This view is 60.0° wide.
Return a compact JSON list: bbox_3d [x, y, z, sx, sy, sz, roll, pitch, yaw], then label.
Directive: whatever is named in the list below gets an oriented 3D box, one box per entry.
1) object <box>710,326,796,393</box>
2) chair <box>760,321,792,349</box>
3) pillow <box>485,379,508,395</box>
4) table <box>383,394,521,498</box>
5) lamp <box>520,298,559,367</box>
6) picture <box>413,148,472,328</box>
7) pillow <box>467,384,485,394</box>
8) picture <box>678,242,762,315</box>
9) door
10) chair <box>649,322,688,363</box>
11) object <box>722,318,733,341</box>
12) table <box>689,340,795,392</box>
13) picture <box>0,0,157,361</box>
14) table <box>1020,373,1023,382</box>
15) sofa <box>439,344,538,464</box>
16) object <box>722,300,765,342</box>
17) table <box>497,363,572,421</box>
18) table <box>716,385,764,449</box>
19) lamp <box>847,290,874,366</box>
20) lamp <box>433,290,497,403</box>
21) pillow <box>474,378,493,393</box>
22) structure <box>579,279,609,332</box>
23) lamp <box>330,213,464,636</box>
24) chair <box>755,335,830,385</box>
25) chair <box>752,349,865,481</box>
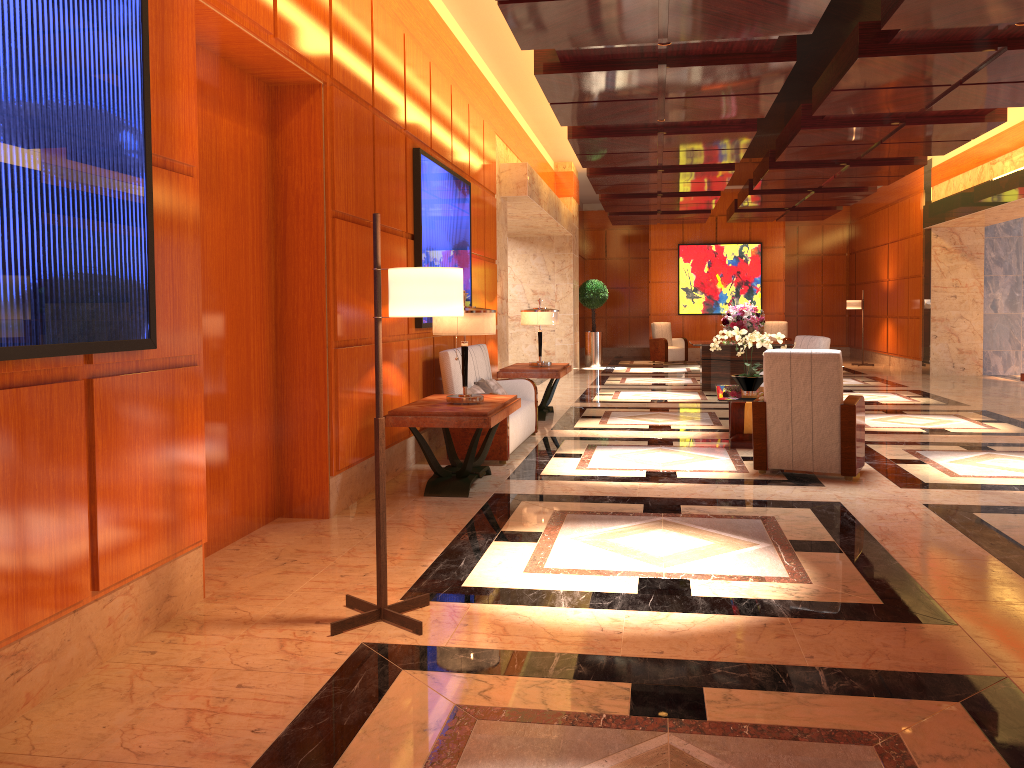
[{"bbox_3d":[2.198,-0.225,8.132,0.788,0.616,0.418,-1,3,-13],"label":"object"},{"bbox_3d":[6.130,-0.985,20.783,0.738,0.959,0.629,1,4,28],"label":"chair"},{"bbox_3d":[-0.146,0.063,8.551,0.202,0.229,0.274,0,4,12],"label":"pillow"},{"bbox_3d":[-0.388,0.436,6.436,0.725,0.605,1.273,0,4,10],"label":"table"},{"bbox_3d":[0.331,-0.606,10.425,0.458,0.808,0.459,0,3,18],"label":"lamp"},{"bbox_3d":[-0.603,-1.258,8.142,0.056,1.449,2.001,0,4,9],"label":"picture"},{"bbox_3d":[-0.294,0.130,7.682,0.195,0.226,0.345,0,4,14],"label":"pillow"},{"bbox_3d":[5.052,-2.549,21.539,1.996,1.733,0.056,0,2,9],"label":"picture"},{"bbox_3d":[-1.423,-0.433,4.657,0.340,2.646,1.541,0,3,9],"label":"door"},{"bbox_3d":[3.727,-0.996,21.172,0.738,0.959,0.629,-3,4,-32],"label":"chair"},{"bbox_3d":[4.661,-1.171,18.980,0.350,0.595,0.327,1,3,29],"label":"object"},{"bbox_3d":[3.609,-0.278,13.837,1.600,0.743,1.604,0,4,9],"label":"table"},{"bbox_3d":[-1.546,-0.776,2.364,0.056,1.449,2.001,0,4,9],"label":"picture"},{"bbox_3d":[5.802,0.199,9.074,0.725,0.533,1.170,0,4,12],"label":"table"},{"bbox_3d":[-0.181,0.122,8.125,0.612,0.930,1.803,0,4,10],"label":"sofa"},{"bbox_3d":[3.602,-0.978,13.789,0.650,0.657,0.681,0,4,0],"label":"object"},{"bbox_3d":[0.291,0.088,10.599,0.725,0.605,1.273,0,4,10],"label":"table"},{"bbox_3d":[2.278,0.320,8.263,0.722,0.495,1.563,0,5,12],"label":"table"},{"bbox_3d":[7.595,-1.224,19.379,0.526,1.658,0.360,-1,3,-1],"label":"lamp"},{"bbox_3d":[-0.337,-0.272,6.328,0.459,0.792,0.459,-2,3,-29],"label":"lamp"},{"bbox_3d":[-0.252,0.085,8.115,0.160,0.252,0.358,0,4,6],"label":"pillow"},{"bbox_3d":[1.810,-1.495,19.774,0.722,1.709,0.723,-1,3,-13],"label":"structure"},{"bbox_3d":[-0.455,0.141,3.603,0.526,1.658,0.360,-1,3,-1],"label":"lamp"},{"bbox_3d":[3.033,-0.043,9.637,0.628,0.959,0.739,-1,3,-12],"label":"chair"},{"bbox_3d":[2.258,0.201,6.744,0.738,0.959,0.629,1,4,28],"label":"chair"}]
